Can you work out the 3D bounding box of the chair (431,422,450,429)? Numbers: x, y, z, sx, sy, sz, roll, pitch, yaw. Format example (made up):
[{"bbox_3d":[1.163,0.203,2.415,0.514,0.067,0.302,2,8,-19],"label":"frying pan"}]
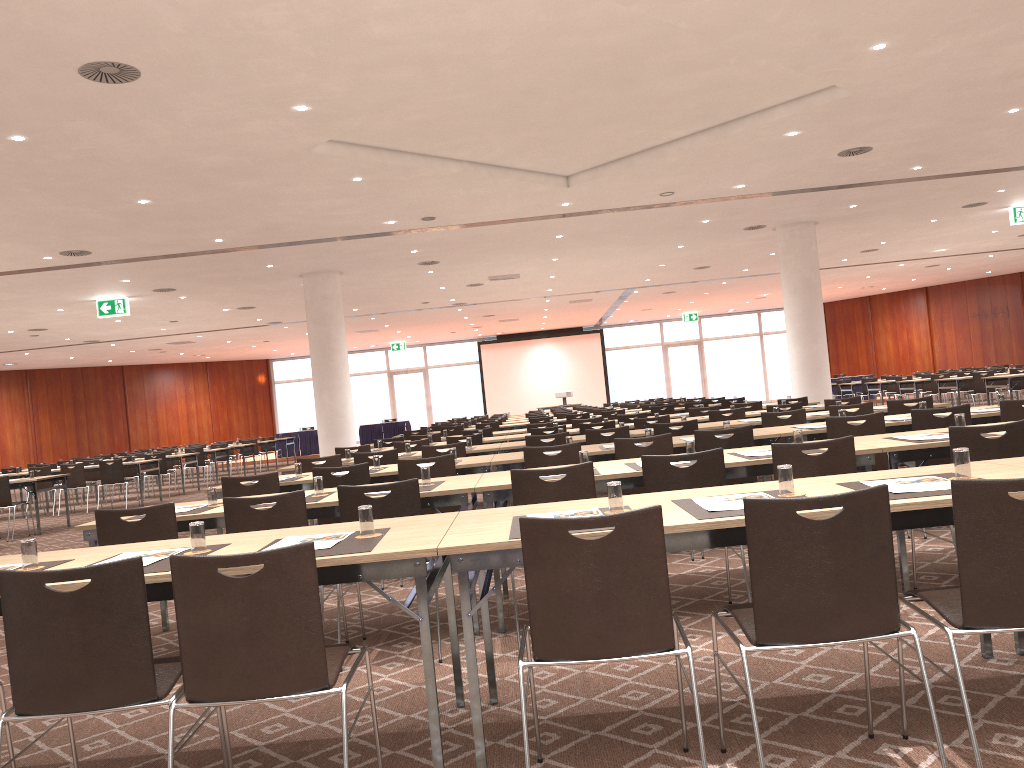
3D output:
[{"bbox_3d":[-1.588,1.362,20.398,0.535,0.939,0.614,-6,-1,-2],"label":"chair"}]

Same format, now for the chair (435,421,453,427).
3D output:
[{"bbox_3d":[-1.657,1.404,22.323,0.535,0.939,0.614,-6,-1,2],"label":"chair"}]

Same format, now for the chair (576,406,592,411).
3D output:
[{"bbox_3d":[2.004,1.076,24.251,0.535,0.939,0.614,-6,-1,4],"label":"chair"}]

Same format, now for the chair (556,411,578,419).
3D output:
[{"bbox_3d":[1.169,1.050,18.301,0.535,0.939,0.614,-6,-1,0],"label":"chair"}]

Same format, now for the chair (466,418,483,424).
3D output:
[{"bbox_3d":[-0.890,1.329,22.384,0.535,0.939,0.614,-6,-1,1],"label":"chair"}]

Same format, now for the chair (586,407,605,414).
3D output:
[{"bbox_3d":[1.944,1.008,20.251,0.535,0.939,0.614,-6,-1,0],"label":"chair"}]

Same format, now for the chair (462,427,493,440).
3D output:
[{"bbox_3d":[-0.445,1.111,12.874,0.535,0.939,0.614,-6,-1,3],"label":"chair"}]

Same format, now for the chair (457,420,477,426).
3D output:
[{"bbox_3d":[-0.973,1.300,20.343,0.536,0.939,0.614,-6,-1,4],"label":"chair"}]

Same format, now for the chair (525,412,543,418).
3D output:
[{"bbox_3d":[0.597,1.179,22.278,0.535,0.939,0.614,-6,-1,2],"label":"chair"}]

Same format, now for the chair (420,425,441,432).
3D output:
[{"bbox_3d":[-1.619,1.328,18.356,0.535,0.939,0.614,-6,-1,2],"label":"chair"}]

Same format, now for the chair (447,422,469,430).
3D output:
[{"bbox_3d":[-1.057,1.271,18.310,0.535,0.939,0.614,-6,-1,3],"label":"chair"}]

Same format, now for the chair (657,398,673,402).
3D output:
[{"bbox_3d":[4.194,0.858,24.243,0.535,0.939,0.614,-6,-1,1],"label":"chair"}]

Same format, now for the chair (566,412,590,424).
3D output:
[{"bbox_3d":[1.245,1.006,16.341,0.535,0.939,0.614,-6,-1,0],"label":"chair"}]

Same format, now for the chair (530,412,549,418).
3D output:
[{"bbox_3d":[0.678,1.135,20.311,0.535,0.939,0.614,-6,-1,3],"label":"chair"}]

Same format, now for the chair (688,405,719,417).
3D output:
[{"bbox_3d":[2.766,0.789,12.734,0.535,0.939,0.614,-6,-1,1],"label":"chair"}]

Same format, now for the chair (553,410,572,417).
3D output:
[{"bbox_3d":[1.203,1.084,20.343,0.535,0.939,0.614,-6,-1,2],"label":"chair"}]

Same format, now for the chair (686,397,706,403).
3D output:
[{"bbox_3d":[4.210,0.783,20.242,0.535,0.939,0.614,-6,-1,0],"label":"chair"}]

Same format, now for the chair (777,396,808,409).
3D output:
[{"bbox_3d":[4.010,0.665,12.709,0.535,0.939,0.614,-6,-1,-1],"label":"chair"}]

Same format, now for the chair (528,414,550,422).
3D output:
[{"bbox_3d":[0.595,1.106,18.278,0.535,0.939,0.614,-6,-1,1],"label":"chair"}]

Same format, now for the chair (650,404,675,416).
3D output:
[{"bbox_3d":[2.772,0.853,16.269,0.535,0.939,0.614,-6,-1,-1],"label":"chair"}]

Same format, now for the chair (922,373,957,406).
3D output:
[{"bbox_3d":[9.715,0.235,20.193,0.535,0.939,0.614,-6,-1,1],"label":"chair"}]

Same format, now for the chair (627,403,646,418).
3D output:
[{"bbox_3d":[2.885,0.916,20.310,0.535,0.939,0.614,-6,-1,2],"label":"chair"}]

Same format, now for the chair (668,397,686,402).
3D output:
[{"bbox_3d":[4.157,0.824,22.208,0.535,0.939,0.614,-6,-1,3],"label":"chair"}]

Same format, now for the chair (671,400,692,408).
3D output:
[{"bbox_3d":[3.508,0.816,18.255,0.535,0.939,0.614,-6,-1,0],"label":"chair"}]

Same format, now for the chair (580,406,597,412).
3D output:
[{"bbox_3d":[1.960,1.045,22.328,0.535,0.939,0.614,-6,-1,-2],"label":"chair"}]

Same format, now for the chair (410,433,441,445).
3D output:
[{"bbox_3d":[-1.194,1.184,12.812,0.535,0.939,0.614,-6,-1,-1],"label":"chair"}]

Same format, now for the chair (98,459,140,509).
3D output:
[{"bbox_3d":[-7.339,1.862,16.468,0.535,0.939,0.614,-6,-1,0],"label":"chair"}]

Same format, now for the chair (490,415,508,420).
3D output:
[{"bbox_3d":[-0.273,1.267,22.330,0.535,0.939,0.614,-6,-1,4],"label":"chair"}]

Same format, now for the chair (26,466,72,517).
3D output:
[{"bbox_3d":[-8.683,1.997,16.553,0.535,0.939,0.614,-6,-1,4],"label":"chair"}]

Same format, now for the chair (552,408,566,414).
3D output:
[{"bbox_3d":[1.358,1.141,24.298,0.535,0.939,0.614,-6,-1,4],"label":"chair"}]

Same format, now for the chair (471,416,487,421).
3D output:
[{"bbox_3d":[-0.868,1.362,24.307,0.535,0.939,0.614,-6,-1,0],"label":"chair"}]

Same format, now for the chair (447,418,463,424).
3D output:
[{"bbox_3d":[-1.510,1.427,24.397,0.535,0.939,0.614,-6,-1,-1],"label":"chair"}]

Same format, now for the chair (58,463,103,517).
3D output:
[{"bbox_3d":[-8.016,1.928,16.400,0.535,0.939,0.614,-6,-1,0],"label":"chair"}]

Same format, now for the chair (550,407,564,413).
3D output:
[{"bbox_3d":[1.383,1.174,26.263,0.535,0.939,0.614,-6,-1,0],"label":"chair"}]

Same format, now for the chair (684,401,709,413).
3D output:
[{"bbox_3d":[3.383,0.792,16.222,0.535,0.939,0.614,-6,-1,0],"label":"chair"}]

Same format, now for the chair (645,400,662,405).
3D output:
[{"bbox_3d":[3.557,0.885,22.255,0.535,0.939,0.614,-6,-1,-2],"label":"chair"}]

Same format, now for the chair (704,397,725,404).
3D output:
[{"bbox_3d":[4.172,0.750,18.207,0.535,0.939,0.614,-6,-1,3],"label":"chair"}]

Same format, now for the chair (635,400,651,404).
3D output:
[{"bbox_3d":[3.606,0.916,24.219,0.535,0.939,0.614,-6,-1,2],"label":"chair"}]

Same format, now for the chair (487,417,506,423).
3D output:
[{"bbox_3d":[-0.315,1.234,20.296,0.535,0.939,0.614,-6,-1,-1],"label":"chair"}]

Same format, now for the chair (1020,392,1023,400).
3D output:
[{"bbox_3d":[9.600,0.171,16.054,0.535,0.939,0.614,-6,-1,3],"label":"chair"}]

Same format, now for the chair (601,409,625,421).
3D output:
[{"bbox_3d":[1.885,0.941,16.252,0.535,0.939,0.614,-6,-1,2],"label":"chair"}]

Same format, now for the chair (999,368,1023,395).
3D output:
[{"bbox_3d":[10.302,0.137,18.040,0.535,0.939,0.614,-6,-1,3],"label":"chair"}]

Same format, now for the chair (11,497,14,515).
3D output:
[{"bbox_3d":[-9.697,2.096,16.433,0.535,0.939,0.614,-6,-1,3],"label":"chair"}]

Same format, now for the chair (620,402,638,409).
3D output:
[{"bbox_3d":[2.948,0.945,22.232,0.535,0.939,0.614,-6,-1,1],"label":"chair"}]

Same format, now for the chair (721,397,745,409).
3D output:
[{"bbox_3d":[4.071,0.725,16.286,0.536,0.939,0.614,-6,-1,4],"label":"chair"}]

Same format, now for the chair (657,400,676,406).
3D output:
[{"bbox_3d":[3.545,0.849,20.220,0.535,0.939,0.614,-6,-1,3],"label":"chair"}]

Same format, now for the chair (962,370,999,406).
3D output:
[{"bbox_3d":[9.630,0.207,18.194,0.535,0.939,0.614,-6,-1,2],"label":"chair"}]

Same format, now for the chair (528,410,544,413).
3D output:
[{"bbox_3d":[0.715,1.205,24.353,0.535,0.939,0.614,-6,-1,3],"label":"chair"}]

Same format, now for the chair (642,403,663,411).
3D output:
[{"bbox_3d":[2.903,0.876,18.232,0.535,0.939,0.614,-6,-1,0],"label":"chair"}]

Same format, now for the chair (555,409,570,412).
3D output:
[{"bbox_3d":[1.329,1.107,22.299,0.535,0.939,0.614,-6,-1,-1],"label":"chair"}]

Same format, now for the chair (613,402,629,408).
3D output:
[{"bbox_3d":[3.011,0.976,24.308,0.535,0.939,0.614,-6,-1,3],"label":"chair"}]

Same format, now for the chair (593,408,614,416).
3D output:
[{"bbox_3d":[1.912,0.976,18.329,0.535,0.939,0.614,-6,-1,-1],"label":"chair"}]

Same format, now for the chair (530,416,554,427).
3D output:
[{"bbox_3d":[0.587,1.071,16.312,0.535,0.939,0.614,-6,-1,2],"label":"chair"}]

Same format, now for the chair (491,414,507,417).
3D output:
[{"bbox_3d":[-0.290,1.305,24.331,0.535,0.939,0.614,-6,-1,4],"label":"chair"}]
